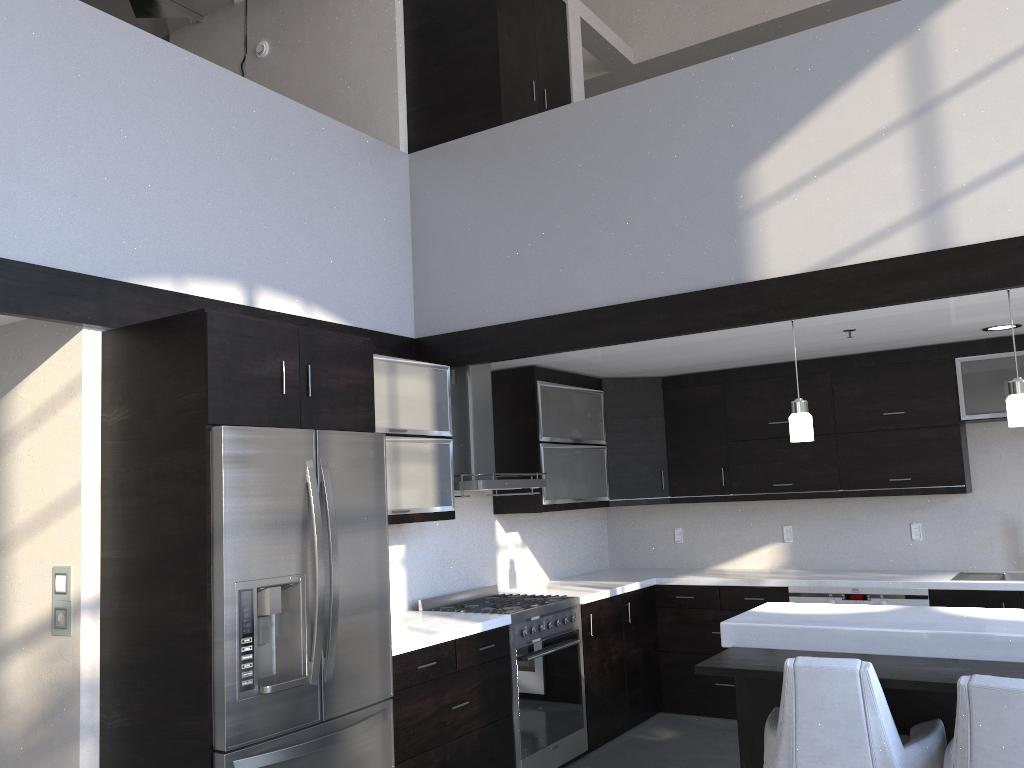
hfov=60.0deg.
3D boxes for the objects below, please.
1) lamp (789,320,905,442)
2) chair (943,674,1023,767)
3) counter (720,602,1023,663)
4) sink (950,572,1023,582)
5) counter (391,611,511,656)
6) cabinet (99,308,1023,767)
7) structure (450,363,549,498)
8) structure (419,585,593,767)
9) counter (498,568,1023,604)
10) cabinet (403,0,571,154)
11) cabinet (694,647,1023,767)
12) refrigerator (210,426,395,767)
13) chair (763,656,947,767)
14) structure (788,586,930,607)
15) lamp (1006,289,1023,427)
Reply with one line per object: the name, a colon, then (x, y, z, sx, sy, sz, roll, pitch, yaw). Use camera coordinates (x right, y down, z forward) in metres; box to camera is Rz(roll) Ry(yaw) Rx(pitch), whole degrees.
lamp: (1.823, 0.017, 4.745, 0.124, 0.622, 1.953, -7, -8, 34)
chair: (1.478, 1.278, 2.435, 0.580, 0.982, 0.501, -9, -9, 43)
counter: (2.030, 0.886, 3.217, 2.295, 0.095, 0.978, -7, -8, 32)
sink: (2.909, 1.182, 5.054, 0.677, 0.168, 0.475, -7, -8, 32)
counter: (-0.536, 1.180, 4.242, 0.677, 0.047, 0.920, -7, -8, 32)
cabinet: (1.383, 0.807, 4.000, 4.235, 2.311, 4.279, -7, -8, 32)
structure: (-0.191, 0.182, 5.098, 0.489, 0.928, 0.728, -7, -8, 32)
structure: (0.006, 1.611, 4.911, 0.621, 0.901, 0.845, -7, -8, 32)
counter: (2.078, 1.158, 5.030, 4.241, 0.045, 1.711, -7, -8, 32)
cabinet: (-0.104, -1.370, 5.435, 0.684, 2.229, 0.838, -7, -8, 32)
cabinet: (2.149, 1.338, 2.869, 2.694, 0.909, 1.371, -7, -8, 32)
refrigerator: (-1.011, 1.091, 3.495, 0.821, 1.769, 0.853, -7, -8, 32)
chair: (1.087, 1.347, 2.841, 0.579, 0.982, 0.502, -6, -7, 29)
structure: (2.240, 1.623, 5.502, 0.785, 0.788, 0.783, -7, -8, 32)
lamp: (2.005, -0.142, 3.537, 0.100, 0.622, 0.100, -8, -8, 38)
